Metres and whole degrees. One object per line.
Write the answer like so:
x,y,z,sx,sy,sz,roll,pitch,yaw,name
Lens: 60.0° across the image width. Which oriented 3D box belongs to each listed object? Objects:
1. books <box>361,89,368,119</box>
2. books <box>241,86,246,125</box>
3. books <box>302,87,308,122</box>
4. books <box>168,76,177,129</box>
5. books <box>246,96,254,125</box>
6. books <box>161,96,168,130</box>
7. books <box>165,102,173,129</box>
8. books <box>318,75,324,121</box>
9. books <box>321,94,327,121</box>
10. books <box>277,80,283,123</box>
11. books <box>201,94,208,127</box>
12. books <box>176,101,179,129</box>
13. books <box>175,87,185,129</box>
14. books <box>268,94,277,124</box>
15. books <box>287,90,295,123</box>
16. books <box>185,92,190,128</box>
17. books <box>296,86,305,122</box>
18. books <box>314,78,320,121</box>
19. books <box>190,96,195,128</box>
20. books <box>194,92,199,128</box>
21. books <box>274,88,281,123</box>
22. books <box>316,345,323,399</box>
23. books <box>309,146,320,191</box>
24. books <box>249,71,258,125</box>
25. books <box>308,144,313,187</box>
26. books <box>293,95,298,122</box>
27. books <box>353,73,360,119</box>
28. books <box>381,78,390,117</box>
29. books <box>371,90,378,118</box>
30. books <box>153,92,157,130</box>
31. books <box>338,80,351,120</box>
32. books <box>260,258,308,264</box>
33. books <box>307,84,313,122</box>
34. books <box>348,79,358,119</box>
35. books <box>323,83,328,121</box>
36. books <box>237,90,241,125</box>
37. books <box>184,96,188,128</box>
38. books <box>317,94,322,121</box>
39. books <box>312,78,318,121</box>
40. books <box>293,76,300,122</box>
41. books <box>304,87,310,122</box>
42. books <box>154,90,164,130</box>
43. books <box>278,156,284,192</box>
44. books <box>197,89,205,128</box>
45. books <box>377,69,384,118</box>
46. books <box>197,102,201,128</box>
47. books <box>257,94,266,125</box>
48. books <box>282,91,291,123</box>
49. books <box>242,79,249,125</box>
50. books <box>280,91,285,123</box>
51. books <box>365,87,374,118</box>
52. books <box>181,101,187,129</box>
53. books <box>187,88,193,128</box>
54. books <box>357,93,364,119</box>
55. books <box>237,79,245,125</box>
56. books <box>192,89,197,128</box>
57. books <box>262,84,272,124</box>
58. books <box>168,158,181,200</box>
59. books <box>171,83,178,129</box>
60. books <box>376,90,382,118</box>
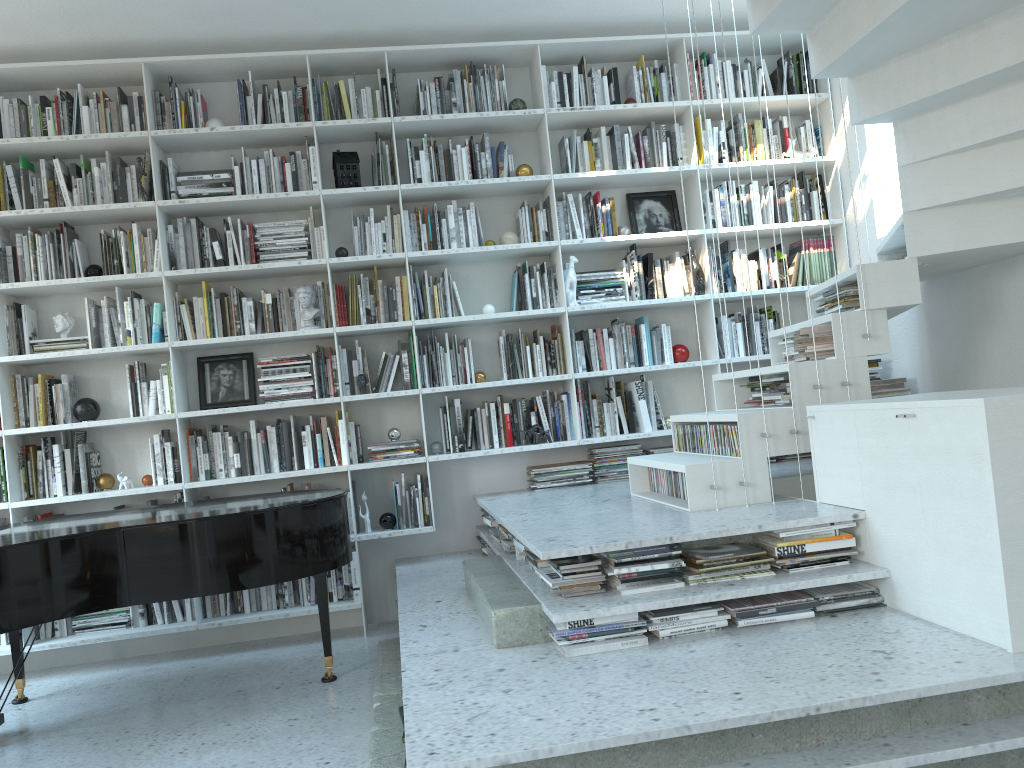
-0.819,-1.513,4.947,0.024,0.201,0.180,-6,-1,-8,books
-1.460,-1.481,4.875,0.011,0.267,0.129,-6,-1,-8,books
-1.141,-1.502,4.923,0.014,0.244,0.145,-6,-1,-8,books
-1.829,-1.481,4.825,0.014,0.341,0.145,-6,-1,-8,books
-1.427,-1.455,4.883,0.031,0.208,0.147,-6,-1,-8,books
-1.867,-1.421,4.817,0.023,0.228,0.157,-6,-1,-8,books
-1.839,-1.407,4.808,0.026,0.194,0.166,-6,-1,-8,books
-1.052,-1.538,4.922,0.007,0.298,0.181,-6,-1,-8,books
-1.037,-1.487,4.929,0.015,0.192,0.160,-6,-1,-8,books
-1.264,-1.503,4.878,0.010,0.270,0.180,-6,-1,-8,books
-1.676,-1.444,4.854,0.004,0.235,0.137,-6,-1,-8,books
-1.801,-1.416,4.834,0.011,0.205,0.145,-6,-1,-8,books
-1.789,-1.448,4.809,0.011,0.265,0.163,-6,-1,-8,books
-1.306,-1.465,4.881,0.033,0.203,0.166,-6,-1,-8,books
-1.215,-1.489,4.922,0.026,0.233,0.137,-6,-1,-8,books
-1.750,-1.443,4.834,0.014,0.248,0.139,-6,-1,-8,books
-1.160,-1.500,4.910,0.028,0.244,0.161,-6,-1,-8,books
-1.074,-1.526,4.914,0.008,0.278,0.170,-6,-1,-8,books
-1.720,-1.432,4.827,0.016,0.219,0.144,-6,-1,-8,books
-1.705,-1.448,4.847,0.013,0.249,0.148,-6,-1,-8,books
-1.281,-1.484,4.890,0.023,0.236,0.154,-6,-1,-8,books
-1.057,-0.061,4.900,0.011,0.299,0.130,-6,-1,-8,books
-1.068,-1.139,4.845,0.037,0.237,0.272,-6,-1,-8,books
-1.410,-1.519,4.865,0.010,0.331,0.186,-6,-1,-8,books
-1.106,-1.164,4.923,0.010,0.299,0.133,-6,-1,-8,books
-1.192,-1.476,4.919,0.014,0.204,0.135,-6,-1,-8,books
-0.863,-1.557,4.944,0.010,0.297,0.167,-6,-1,-8,books
-0.706,-1.550,4.958,0.029,0.253,0.186,-6,-1,-8,books
-0.767,-1.519,4.971,0.025,0.203,0.162,-6,-1,-8,books
-1.911,-1.430,4.812,0.012,0.254,0.161,-6,-1,-8,books
-0.921,-1.530,4.932,0.054,0.254,0.191,-6,-1,-8,books
-1.243,-0.663,4.874,0.254,0.012,0.161,-6,-2,-5,books
-1.110,-1.511,4.925,0.022,0.257,0.136,-6,-1,-8,books
-0.884,-1.543,4.958,0.030,0.274,0.151,-6,-1,-8,books
-1.025,-1.512,4.906,0.007,0.239,0.191,-6,-1,-8,books
-1.483,-1.468,4.873,0.012,0.245,0.151,-6,-1,-8,books
-1.761,-1.434,4.846,0.006,0.233,0.136,-6,-1,-8,books
-1.061,-1.490,4.937,0.016,0.204,0.143,-6,-1,-8,books
-1.087,-1.528,4.931,0.012,0.285,0.159,-6,-1,-8,books
-1.184,-1.530,4.915,0.012,0.308,0.138,-6,-1,-8,books
-1.126,-1.501,4.916,0.014,0.238,0.153,-6,-1,-8,books
-1.889,-1.432,4.795,0.026,0.253,0.185,-6,-1,-8,books
-1.263,-1.118,4.895,0.011,0.239,0.139,-6,-1,-8,books
-1.682,-1.454,4.834,0.011,0.256,0.143,-6,-1,-8,books
-0.734,-1.585,4.988,0.012,0.329,0.128,-6,-1,-8,books
-1.689,-1.418,4.838,0.010,0.186,0.152,-6,-1,-8,books
-1.375,-1.462,4.873,0.050,0.211,0.173,-6,-1,-8,books
-1.231,-1.473,4.875,0.023,0.202,0.193,-6,-1,-8,books
-1.450,-1.497,4.869,0.011,0.296,0.157,-6,-1,-8,books
-1.252,-1.477,4.889,0.012,0.217,0.179,-6,-1,-8,books
-0.792,-1.522,4.947,0.031,0.213,0.169,-6,-1,-8,books
-1.771,-1.415,4.824,0.023,0.195,0.172,-6,-1,-8,books
-1.737,-1.452,4.830,0.013,0.264,0.147,-6,-1,-8,books
-0.841,-1.500,4.943,0.022,0.180,0.173,-6,-1,-8,books
-1.471,-1.493,4.858,0.014,0.292,0.176,-6,-1,-8,books
-1.711,-1.451,4.827,0.005,0.255,0.168,-6,-1,-8,books
-1.342,-1.494,4.896,0.028,0.270,0.140,-6,-1,-8,books
-1.813,-1.069,4.786,0.021,0.249,0.191,-6,-1,-8,books
-1.814,-1.461,4.821,0.010,0.296,0.153,-6,-1,-8,books
-0.742,-1.517,4.967,0.022,0.194,0.182,-6,-1,-8,books
